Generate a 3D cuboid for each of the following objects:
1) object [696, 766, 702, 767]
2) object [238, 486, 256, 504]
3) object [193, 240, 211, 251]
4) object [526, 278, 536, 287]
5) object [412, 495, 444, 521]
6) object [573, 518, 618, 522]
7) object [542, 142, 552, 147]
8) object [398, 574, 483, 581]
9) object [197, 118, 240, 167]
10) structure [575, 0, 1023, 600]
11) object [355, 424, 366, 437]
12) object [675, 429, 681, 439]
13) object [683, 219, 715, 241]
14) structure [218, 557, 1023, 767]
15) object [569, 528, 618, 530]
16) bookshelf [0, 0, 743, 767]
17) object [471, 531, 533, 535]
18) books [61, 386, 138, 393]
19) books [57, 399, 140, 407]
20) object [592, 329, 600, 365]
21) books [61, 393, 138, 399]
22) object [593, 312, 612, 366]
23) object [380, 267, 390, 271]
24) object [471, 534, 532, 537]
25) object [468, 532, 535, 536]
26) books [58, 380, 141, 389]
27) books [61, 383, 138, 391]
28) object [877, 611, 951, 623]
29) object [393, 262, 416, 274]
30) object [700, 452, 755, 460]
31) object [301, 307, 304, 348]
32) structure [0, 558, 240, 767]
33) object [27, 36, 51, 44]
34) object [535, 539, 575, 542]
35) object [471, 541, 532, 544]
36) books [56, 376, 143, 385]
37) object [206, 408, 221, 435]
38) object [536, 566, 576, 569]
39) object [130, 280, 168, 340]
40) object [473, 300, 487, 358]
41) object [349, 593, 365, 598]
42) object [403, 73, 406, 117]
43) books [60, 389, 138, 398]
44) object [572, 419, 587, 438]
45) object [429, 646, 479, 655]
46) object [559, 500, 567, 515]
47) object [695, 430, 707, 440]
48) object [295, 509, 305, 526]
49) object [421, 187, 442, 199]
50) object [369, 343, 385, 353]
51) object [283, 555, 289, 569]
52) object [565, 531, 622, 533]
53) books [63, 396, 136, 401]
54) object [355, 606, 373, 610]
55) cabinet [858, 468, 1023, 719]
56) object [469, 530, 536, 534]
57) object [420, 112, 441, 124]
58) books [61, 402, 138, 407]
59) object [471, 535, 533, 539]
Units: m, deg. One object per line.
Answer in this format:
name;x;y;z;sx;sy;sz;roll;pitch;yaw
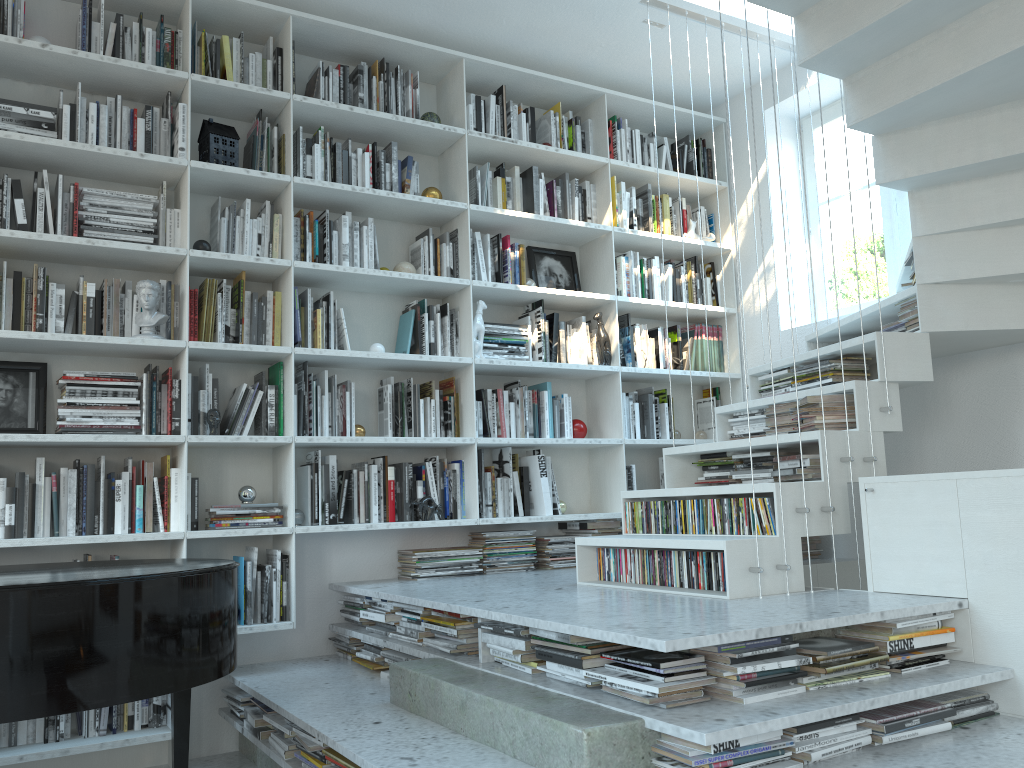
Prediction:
object;0.472;0.843;2.025;0.204;0.004;0.140;2;-9;-27
object;-1.075;0.448;3.598;0.071;0.072;0.071;-5;-8;18
object;-1.270;-0.554;3.631;0.071;0.072;0.071;-5;-8;18
object;0.076;-0.490;4.490;0.091;0.092;0.092;-5;-8;18
object;-0.370;0.549;3.916;0.160;0.113;0.065;5;-10;-42
object;0.422;0.691;4.516;0.130;0.015;0.210;3;-9;-31
object;0.175;-1.211;4.583;0.071;0.072;0.071;-5;-8;18
object;-0.330;0.884;4.082;0.346;0.007;0.193;3;-10;-35
object;-1.239;-0.993;3.747;0.135;0.248;0.135;4;-10;-40
structure;0.952;-0.692;2.964;2.614;3.377;1.957;2;-9;-30
object;-0.689;0.217;3.956;0.071;0.072;0.071;-5;-8;18
object;0.890;0.285;4.862;0.071;0.072;0.071;-5;-8;18
object;1.043;-0.849;4.994;0.203;0.136;0.095;0;-8;-14
structure;0.705;1.032;3.011;2.900;0.658;3.117;2;-9;-30
object;0.413;0.736;4.504;0.141;0.005;0.260;2;-9;-26
bookshelf;-1.518;-0.065;3.461;6.298;3.137;0.331;2;-8;-30
object;-0.050;0.720;4.282;0.254;0.005;0.161;2;-9;-29
books;-1.612;0.030;3.463;0.254;0.012;0.161;3;-9;-33
books;-1.607;0.078;3.453;0.285;0.012;0.159;2;-9;-25
object;0.398;-0.167;4.661;0.022;0.211;0.179;2;-9;-30
books;-1.611;0.054;3.460;0.254;0.012;0.161;3;-9;-33
object;0.464;-0.222;4.546;0.087;0.287;0.075;-3;-7;5
object;-0.594;-0.507;4.104;0.068;0.068;0.068;-8;-9;37
object;-0.051;0.731;4.283;0.254;0.005;0.161;2;-9;-30
object;-0.051;0.725;4.284;0.285;0.005;0.159;2;-9;-30
books;-1.614;0.006;3.468;0.285;0.012;0.159;2;-9;-28
books;-1.611;0.018;3.463;0.254;0.012;0.161;3;-10;-34
object;1.087;0.646;2.539;0.284;0.030;0.177;2;-9;-30
object;-0.507;-0.521;4.185;0.111;0.113;0.112;-8;-9;37
object;0.908;0.300;3.730;0.161;0.025;0.174;2;-9;-26
object;-0.939;-0.222;3.895;0.013;0.208;0.140;2;-8;-30
structure;-1.575;0.889;2.051;1.919;0.831;1.336;2;-9;-30
object;-1.851;-1.307;3.472;0.105;0.106;0.105;-8;-9;37
object;0.270;0.783;4.465;0.328;0.008;0.207;2;-9;-30
object;-0.052;0.763;4.277;0.254;0.005;0.161;2;-9;-30
books;-1.611;-0.007;3.463;0.285;0.012;0.159;3;-10;-35
object;-1.180;0.152;3.510;0.054;0.113;0.079;2;-9;-31
object;0.275;0.912;4.449;0.328;0.008;0.207;2;-9;-30
object;-1.419;-0.281;3.462;0.138;0.243;0.137;-6;-8;25
object;-0.159;-0.252;4.163;0.087;0.287;0.075;-3;-7;5
object;-0.601;0.907;3.857;0.131;0.024;0.290;2;-9;-28
object;-0.544;-1.338;4.296;0.006;0.297;0.129;2;-8;-30
books;-1.610;0.042;3.460;0.254;0.012;0.161;3;-10;-34
object;0.327;0.238;4.534;0.115;0.116;0.115;-8;-9;37
object;-0.163;0.914;3.079;0.145;0.010;0.267;3;-10;-34
object;0.239;0.620;4.453;0.071;0.072;0.071;-5;-8;18
object;1.067;0.299;5.011;0.071;0.072;0.071;-5;-8;18
object;-0.916;0.567;3.766;0.071;0.072;0.071;-5;-8;18
object;-0.382;-0.886;4.217;0.100;0.101;0.100;-8;-9;37
object;-0.611;-0.150;4.015;0.071;0.072;0.071;-5;-8;18
object;-0.936;0.833;3.646;0.011;0.260;0.142;2;-8;-30
object;0.416;0.752;4.503;0.144;0.004;0.296;3;-9;-32
books;-1.610;0.066;3.459;0.254;0.012;0.161;2;-9;-27
object;-0.603;0.958;3.848;0.135;0.011;0.222;2;-9;-26
cabinet;1.586;0.572;2.505;0.551;0.667;0.994;2;-9;-30
object;-0.046;0.713;4.275;0.285;0.005;0.159;2;-9;-25
object;-0.392;-1.251;4.257;0.104;0.105;0.104;-5;-8;18
books;-1.607;0.090;3.452;0.254;0.012;0.161;3;-10;-35
object;-0.051;0.736;4.282;0.254;0.005;0.161;2;-9;-30
